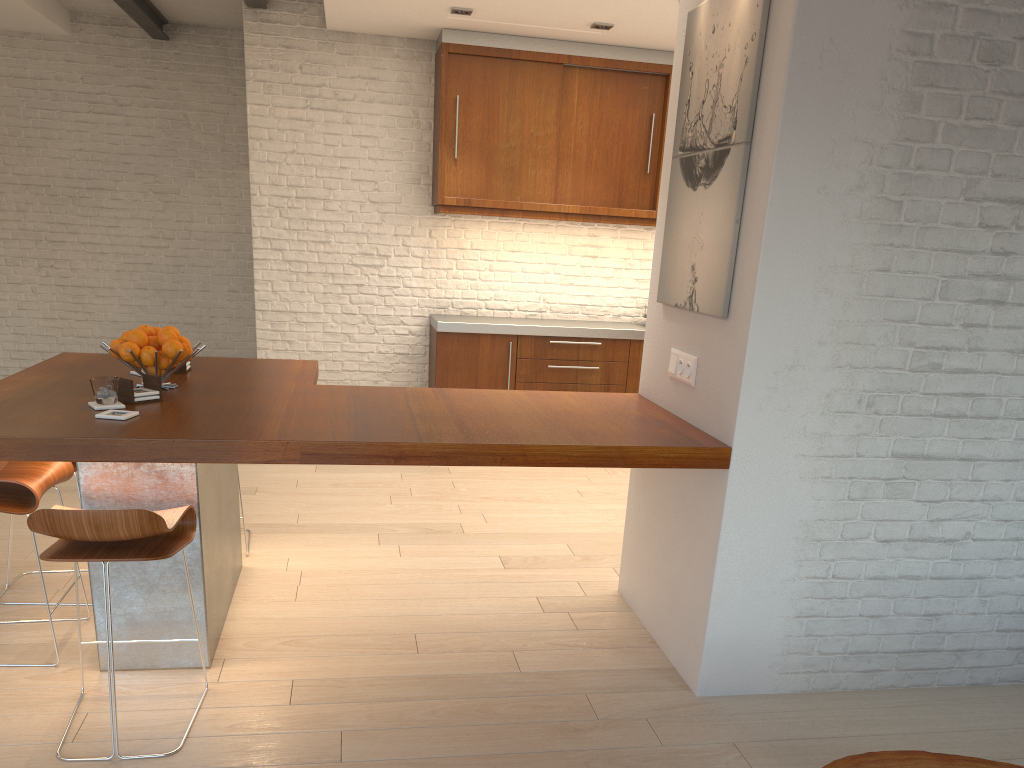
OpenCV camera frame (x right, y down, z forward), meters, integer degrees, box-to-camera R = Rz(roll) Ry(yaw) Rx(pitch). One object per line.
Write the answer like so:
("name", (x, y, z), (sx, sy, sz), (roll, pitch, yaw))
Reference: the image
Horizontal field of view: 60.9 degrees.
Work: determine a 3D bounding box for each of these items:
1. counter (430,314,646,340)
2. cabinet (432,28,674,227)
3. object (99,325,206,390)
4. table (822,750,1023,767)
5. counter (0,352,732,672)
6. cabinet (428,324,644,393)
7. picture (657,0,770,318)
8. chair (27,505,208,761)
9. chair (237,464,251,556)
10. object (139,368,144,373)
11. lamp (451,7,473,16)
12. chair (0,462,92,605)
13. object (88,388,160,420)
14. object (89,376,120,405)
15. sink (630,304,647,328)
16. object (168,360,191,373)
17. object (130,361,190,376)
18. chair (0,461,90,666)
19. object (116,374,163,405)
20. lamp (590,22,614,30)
("counter", (1.295, -0.177, 5.548), (3.334, 0.073, 3.364), (2, 10, -11))
("cabinet", (1.104, -1.789, 6.511), (3.343, 1.225, 0.437), (1, 17, -10))
("object", (-1.321, -0.099, 3.230), (0.357, 0.232, 0.356), (-9, 17, -44))
("table", (1.392, 1.158, 1.820), (1.831, 0.469, 1.028), (2, 11, -5))
("counter", (-0.682, 0.492, 3.543), (2.497, 0.965, 1.609), (1, 12, -11))
("cabinet", (1.636, -0.739, 5.694), (4.655, 2.965, 2.222), (14, 19, 42))
("picture", (0.667, -0.774, 2.990), (0.020, 1.063, 0.622), (0, 17, -11))
("chair", (-1.187, 0.693, 2.646), (0.405, 0.812, 0.401), (0, 17, -10))
("chair", (-1.481, 0.409, 4.222), (0.405, 0.812, 0.401), (0, 17, -10))
("object", (-1.465, -0.092, 3.495), (0.091, 0.089, 0.087), (0, 14, -13))
("lamp", (-0.307, -2.303, 5.338), (0.124, 0.058, 0.118), (1, 11, -11))
("chair", (-1.914, 0.487, 3.607), (0.423, 0.812, 0.384), (0, 17, -10))
("object", (-1.304, 0.061, 2.878), (0.198, 0.036, 0.378), (2, 10, -7))
("object", (-1.335, 0.023, 2.864), (0.091, 0.089, 0.087), (4, 14, 4))
("sink", (1.420, -0.534, 6.909), (0.858, 0.450, 0.493), (1, 14, -10))
("object", (-1.395, -0.096, 3.623), (0.094, 0.086, 0.109), (1, 13, -11))
("object", (-1.444, -0.067, 3.584), (0.205, 0.036, 0.274), (2, 10, -10))
("chair", (-1.821, 0.577, 3.109), (0.423, 0.812, 0.384), (0, 17, -10))
("object", (-1.283, 0.017, 2.998), (0.092, 0.086, 0.111), (13, 16, 33))
("lamp", (0.570, -2.278, 5.500), (0.124, 0.058, 0.118), (1, 11, -11))
